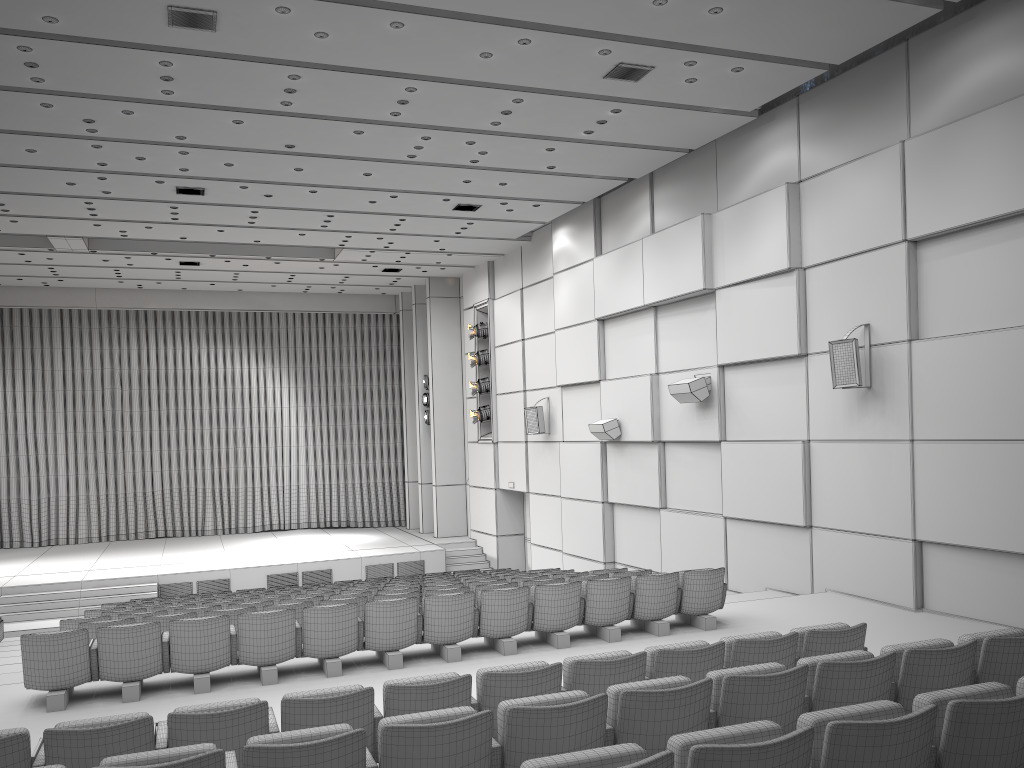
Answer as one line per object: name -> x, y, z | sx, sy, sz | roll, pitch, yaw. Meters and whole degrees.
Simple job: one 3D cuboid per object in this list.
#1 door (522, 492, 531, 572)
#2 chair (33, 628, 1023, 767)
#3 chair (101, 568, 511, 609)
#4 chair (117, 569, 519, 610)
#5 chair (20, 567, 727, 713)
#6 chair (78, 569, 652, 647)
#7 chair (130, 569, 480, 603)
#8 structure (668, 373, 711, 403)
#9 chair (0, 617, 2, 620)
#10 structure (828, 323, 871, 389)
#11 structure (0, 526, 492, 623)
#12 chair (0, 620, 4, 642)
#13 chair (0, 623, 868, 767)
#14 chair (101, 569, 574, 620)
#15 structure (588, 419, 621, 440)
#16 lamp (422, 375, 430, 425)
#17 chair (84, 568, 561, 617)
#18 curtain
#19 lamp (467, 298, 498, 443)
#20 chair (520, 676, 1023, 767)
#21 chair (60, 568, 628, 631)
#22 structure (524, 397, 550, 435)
door -> 0.561, 3.465, 19.890 | 0.085, 2.178, 1.700 | -2, 0, -20
chair -> -3.448, 1.764, 2.814 | 13.742, 0.622, 0.613 | -1, -1, -20
chair -> -3.120, 3.577, 14.573 | 6.596, 0.622, 0.613 | -1, -1, -20
chair -> -2.730, 3.360, 13.544 | 6.046, 0.622, 0.613 | -1, -1, -20
chair -> -0.876, 2.277, 8.360 | 6.597, 0.622, 0.613 | -1, -1, -20
chair -> -1.234, 2.494, 9.401 | 6.046, 0.622, 0.613 | -1, -1, -20
chair -> -3.448, 3.794, 15.633 | 6.046, 0.622, 0.613 | -1, -1, -20
structure -> 2.623, 0.064, 12.937 | 0.470, 0.417, 0.520 | -1, -2, -24
chair -> -10.931, 3.884, 12.890 | 6.046, 0.622, 0.613 | -1, -1, -20
structure -> 3.858, -0.316, 10.103 | 0.409, 0.744, 0.410 | -2, 0, 27
structure -> -9.513, 4.482, 20.595 | 17.809, 0.846, 8.328 | -1, -3, -20
chair -> -10.604, 3.667, 11.831 | 6.596, 0.622, 0.613 | -1, -1, -20
chair -> -3.847, 1.981, 3.841 | 13.192, 0.622, 0.613 | -1, -1, -20
chair -> -1.982, 2.927, 11.473 | 6.046, 0.622, 0.613 | -1, -1, -20
structure -> 1.645, 0.755, 15.278 | 0.470, 0.417, 0.520 | -1, -2, -23
lamp -> -2.107, 0.410, 22.987 | 0.436, 1.478, 0.385 | -2, 1, -24
chair -> -2.372, 3.144, 12.502 | 6.596, 0.622, 0.613 | -1, -1, -20
curtain -> -10.755, 0.987, 23.461 | 16.121, 6.522, 1.430 | -1, 1, -20
lamp -> -0.639, -0.273, 20.795 | 0.755, 3.341, 1.022 | -2, 1, -24
chair -> -3.099, 1.547, 1.770 | 13.192, 0.622, 0.613 | -1, -1, -20
chair -> -1.624, 2.710, 10.431 | 6.596, 0.622, 0.613 | -1, -1, -20
structure -> 0.514, 0.645, 17.808 | 0.409, 0.744, 0.410 | -2, 0, 27
